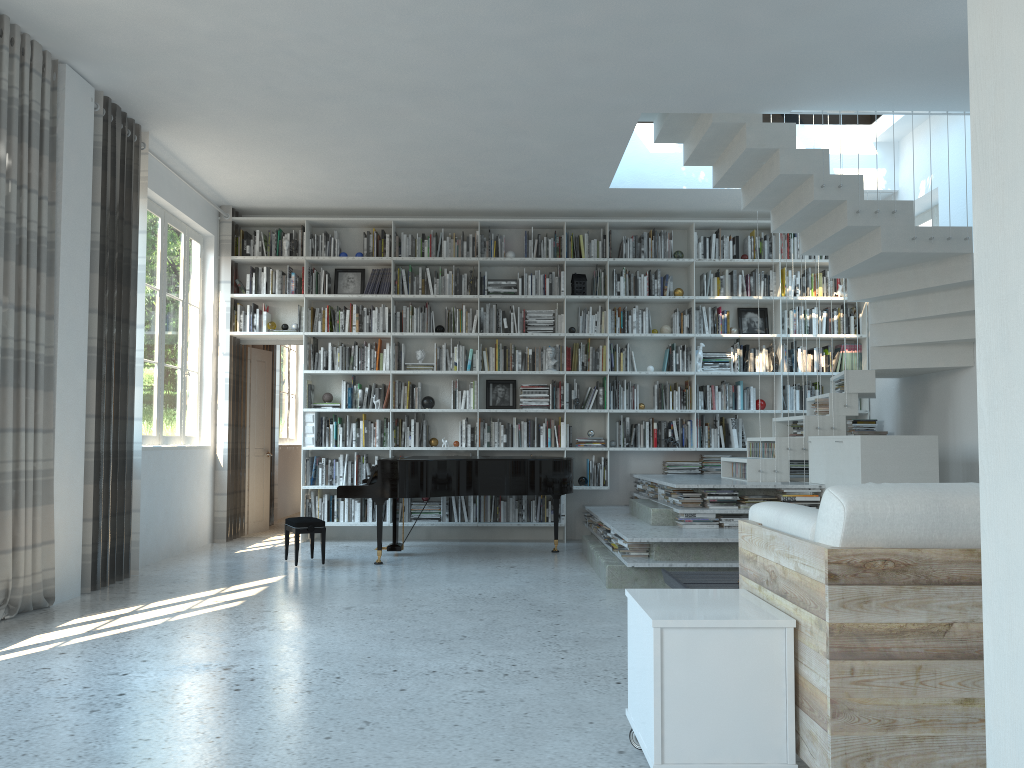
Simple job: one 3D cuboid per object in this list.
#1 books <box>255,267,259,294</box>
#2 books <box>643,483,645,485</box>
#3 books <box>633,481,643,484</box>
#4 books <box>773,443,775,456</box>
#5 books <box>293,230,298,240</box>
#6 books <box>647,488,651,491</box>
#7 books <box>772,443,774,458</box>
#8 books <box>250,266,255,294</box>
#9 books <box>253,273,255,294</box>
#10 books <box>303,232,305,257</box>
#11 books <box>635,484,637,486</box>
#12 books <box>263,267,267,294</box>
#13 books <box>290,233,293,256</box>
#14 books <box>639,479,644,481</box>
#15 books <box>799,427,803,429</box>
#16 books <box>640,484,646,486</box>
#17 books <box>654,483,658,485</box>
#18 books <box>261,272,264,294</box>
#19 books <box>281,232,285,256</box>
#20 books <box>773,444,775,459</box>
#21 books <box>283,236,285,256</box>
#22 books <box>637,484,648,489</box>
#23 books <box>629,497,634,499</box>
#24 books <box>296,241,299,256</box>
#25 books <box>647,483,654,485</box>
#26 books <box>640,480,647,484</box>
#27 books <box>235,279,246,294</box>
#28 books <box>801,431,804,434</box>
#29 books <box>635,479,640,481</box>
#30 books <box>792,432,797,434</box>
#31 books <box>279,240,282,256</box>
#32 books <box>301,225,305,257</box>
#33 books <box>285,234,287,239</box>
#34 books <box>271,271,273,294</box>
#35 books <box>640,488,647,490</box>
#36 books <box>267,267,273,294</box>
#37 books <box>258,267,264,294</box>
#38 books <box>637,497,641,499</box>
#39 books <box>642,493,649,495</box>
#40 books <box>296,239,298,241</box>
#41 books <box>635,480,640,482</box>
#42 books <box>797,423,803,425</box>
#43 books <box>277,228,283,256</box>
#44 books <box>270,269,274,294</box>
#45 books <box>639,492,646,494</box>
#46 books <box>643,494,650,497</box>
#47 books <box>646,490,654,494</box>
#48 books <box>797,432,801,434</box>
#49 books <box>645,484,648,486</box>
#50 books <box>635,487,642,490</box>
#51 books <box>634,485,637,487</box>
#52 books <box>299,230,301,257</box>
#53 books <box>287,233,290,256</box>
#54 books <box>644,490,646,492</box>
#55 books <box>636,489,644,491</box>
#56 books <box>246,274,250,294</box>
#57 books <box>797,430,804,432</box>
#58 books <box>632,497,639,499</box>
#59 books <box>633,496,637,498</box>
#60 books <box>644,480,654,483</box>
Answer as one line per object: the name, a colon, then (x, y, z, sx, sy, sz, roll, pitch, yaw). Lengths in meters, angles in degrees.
books: (-2.497, -0.995, 8.739, 0.023, 0.282, 0.186, 0, -3, -1)
books: (1.312, 0.939, 8.358, 0.143, 0.012, 0.264, 0, -4, 4)
books: (1.294, 0.960, 8.648, 0.171, 0.015, 0.253, 1, -4, -6)
books: (2.167, 0.537, 7.120, 0.125, 0.123, 0.034, 0, -3, -1)
books: (-2.149, -1.363, 8.788, 0.013, 0.292, 0.154, 0, -3, -1)
books: (1.320, 0.960, 8.052, 0.154, 0.018, 0.221, 0, -4, -2)
books: (2.167, 0.539, 7.152, 0.125, 0.123, 0.034, 0, -3, -1)
books: (-2.561, -1.001, 8.757, 0.011, 0.296, 0.162, 0, -3, -1)
books: (-2.520, -0.967, 8.742, 0.022, 0.228, 0.171, 0, -3, -1)
books: (-2.017, -1.345, 8.745, 0.024, 0.252, 0.235, 0, -3, -1)
books: (1.307, 0.991, 8.647, 0.156, 0.009, 0.287, 0, -4, -3)
books: (-2.413, -0.996, 8.736, 0.021, 0.286, 0.179, 0, -3, -1)
books: (-2.169, -1.347, 8.774, 0.027, 0.259, 0.147, 0, -3, -1)
books: (1.301, 0.898, 8.360, 0.171, 0.020, 0.193, 1, -4, -6)
books: (2.548, 0.375, 7.531, 0.189, 0.012, 0.155, 0, -4, 2)
books: (1.305, 0.949, 8.358, 0.171, 0.007, 0.206, 0, -4, 1)
books: (1.323, 0.863, 7.769, 0.139, 0.028, 0.262, 0, -4, 4)
books: (-2.446, -0.971, 8.761, 0.024, 0.239, 0.155, 0, -3, -1)
books: (-2.257, -1.355, 8.781, 0.013, 0.275, 0.158, 0, -3, -1)
books: (2.167, 0.538, 7.127, 0.125, 0.123, 0.034, 0, -3, -1)
books: (-2.240, -1.331, 8.779, 0.021, 0.226, 0.156, 0, -3, -1)
books: (1.294, 0.967, 8.356, 0.189, 0.030, 0.238, 0, -4, -4)
books: (1.258, 1.121, 8.674, 0.184, 0.006, 0.262, 0, -4, 0)
books: (-2.106, -1.310, 8.778, 0.028, 0.184, 0.168, 0, -3, -1)
books: (1.319, 0.912, 8.055, 0.160, 0.010, 0.179, 0, -4, -1)
books: (1.311, 0.924, 8.359, 0.163, 0.018, 0.290, 0, -4, -2)
books: (-2.662, -0.940, 8.761, 0.121, 0.175, 0.129, 0, -3, -1)
books: (2.464, 0.397, 7.254, 0.172, 0.019, 0.240, -2, -4, 24)
books: (1.304, 0.939, 8.650, 0.159, 0.011, 0.246, 0, -4, -4)
books: (2.549, 0.429, 7.752, 0.159, 0.012, 0.225, 0, -4, 7)
books: (-2.275, -1.312, 8.771, 0.024, 0.187, 0.159, 0, -3, -1)
books: (-2.062, -1.386, 8.777, 0.014, 0.337, 0.168, 0, -3, -1)
books: (-2.217, -1.340, 8.767, 0.025, 0.243, 0.168, 0, -3, -1)
books: (-2.347, -0.977, 8.747, 0.012, 0.249, 0.192, 0, -3, -1)
books: (1.308, 0.986, 8.356, 0.163, 0.008, 0.295, 0, -4, -3)
books: (-2.384, -0.998, 8.756, 0.037, 0.291, 0.155, 0, -3, -1)
books: (-2.472, -0.996, 8.762, 0.028, 0.288, 0.132, 0, -3, -1)
books: (1.278, 1.074, 8.365, 0.149, 0.014, 0.228, 0, -4, -3)
books: (1.300, 0.998, 8.050, 0.190, 0.012, 0.235, 0, -4, -3)
books: (-2.131, -1.320, 8.781, 0.023, 0.204, 0.146, 0, -3, -1)
books: (1.305, 0.949, 8.649, 0.167, 0.008, 0.234, 0, -4, -2)
books: (2.549, 0.336, 7.533, 0.177, 0.014, 0.194, 1, -4, -6)
books: (-2.301, -1.375, 8.785, 0.029, 0.314, 0.129, 0, -3, -1)
books: (-2.359, -0.987, 8.748, 0.013, 0.268, 0.162, 0, -3, -1)
books: (1.306, 1.028, 8.353, 0.173, 0.017, 0.233, 0, -4, -2)
books: (1.305, 1.010, 8.049, 0.183, 0.012, 0.296, 0, -4, -2)
books: (1.309, 0.981, 8.051, 0.164, 0.023, 0.242, 0, -4, 3)
books: (2.550, 0.416, 7.529, 0.175, 0.016, 0.207, 1, -4, -6)
books: (1.313, 0.921, 8.054, 0.167, 0.008, 0.234, 0, -4, -2)
books: (1.296, 1.016, 8.645, 0.175, 0.017, 0.265, 0, -4, 2)
books: (1.300, 1.001, 8.646, 0.179, 0.012, 0.262, 0, -4, -1)
books: (-2.080, -1.361, 8.780, 0.022, 0.286, 0.175, 0, -3, -1)
books: (-2.193, -1.344, 8.777, 0.021, 0.253, 0.179, 0, -3, -1)
books: (1.324, 1.009, 8.355, 0.131, 0.021, 0.240, 0, -4, 1)
books: (1.305, 1.033, 8.645, 0.163, 0.017, 0.233, 0, -4, 1)
books: (-2.584, -0.961, 8.753, 0.034, 0.217, 0.166, 0, -3, -1)
books: (2.549, 0.401, 7.530, 0.184, 0.013, 0.225, 0, -4, -3)
books: (1.265, 1.113, 8.675, 0.159, 0.009, 0.210, 0, -4, 3)
books: (1.267, 1.101, 8.675, 0.152, 0.015, 0.208, 0, -4, 4)
books: (1.306, 0.887, 8.056, 0.165, 0.015, 0.243, 1, -4, -6)
